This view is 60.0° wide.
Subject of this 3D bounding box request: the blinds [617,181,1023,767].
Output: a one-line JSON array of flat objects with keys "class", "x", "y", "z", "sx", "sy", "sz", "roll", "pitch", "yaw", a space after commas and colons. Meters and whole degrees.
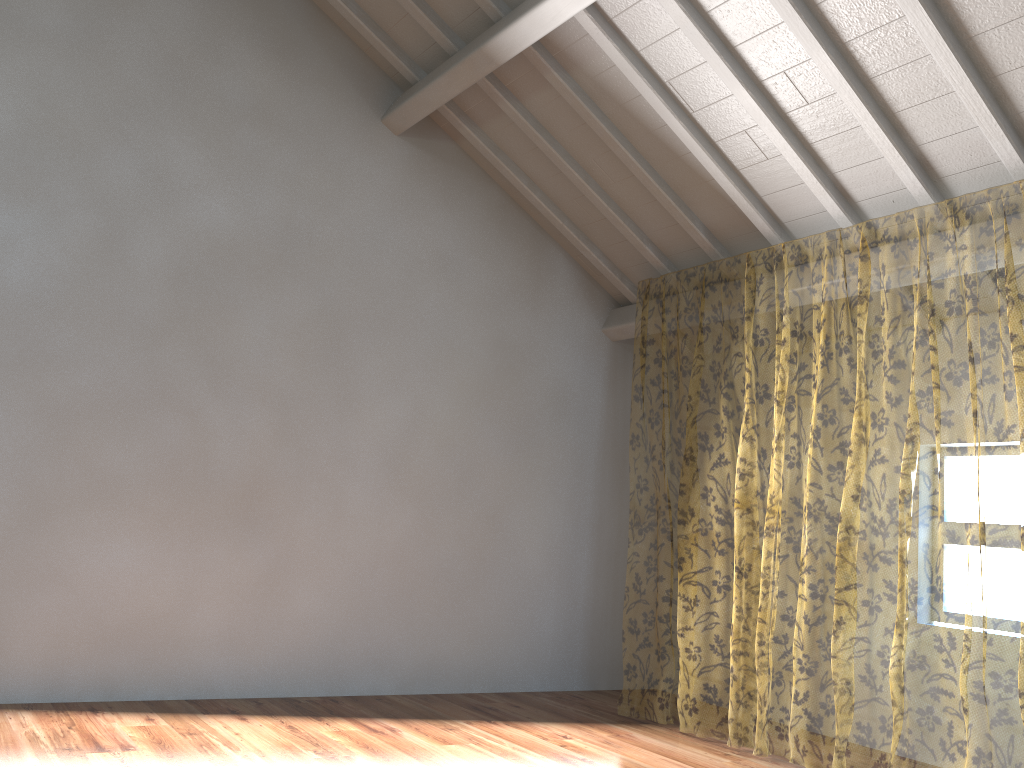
[{"class": "blinds", "x": 1.680, "y": 0.464, "z": 3.892, "sx": 0.306, "sy": 2.546, "sz": 3.505, "roll": 12, "pitch": -12, "yaw": -33}]
